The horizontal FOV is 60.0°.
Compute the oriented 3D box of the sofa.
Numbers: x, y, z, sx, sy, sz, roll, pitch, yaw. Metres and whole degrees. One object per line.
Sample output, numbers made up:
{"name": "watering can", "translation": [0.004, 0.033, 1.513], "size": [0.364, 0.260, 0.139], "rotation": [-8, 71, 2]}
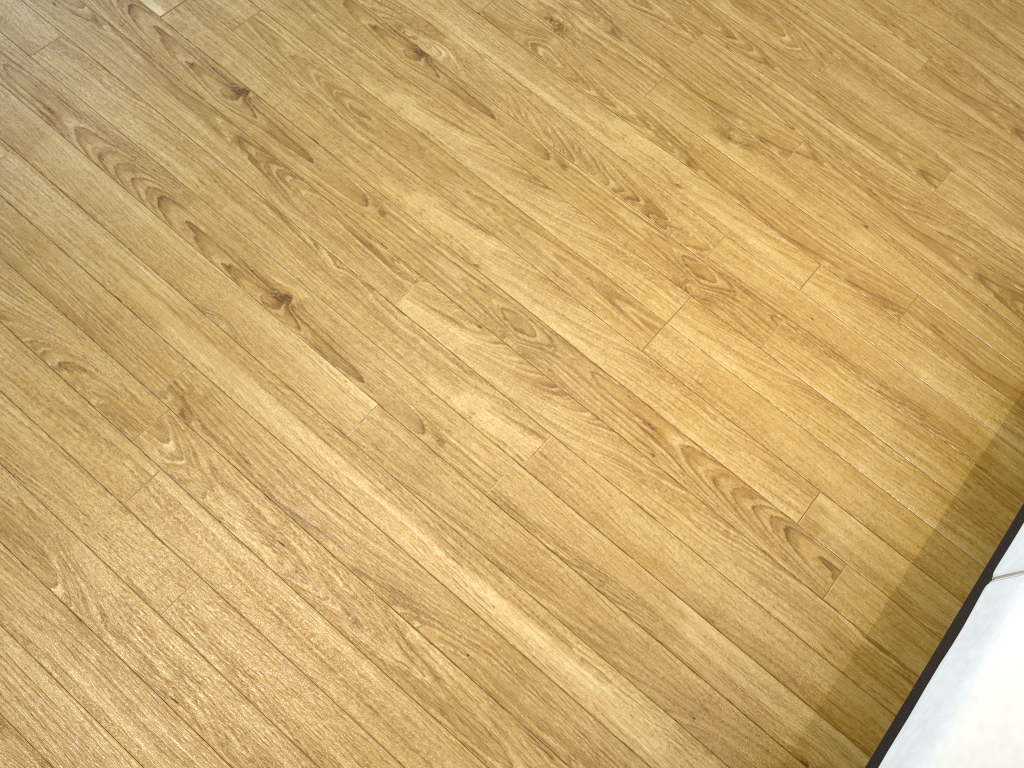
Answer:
{"name": "sofa", "translation": [0.641, -0.172, 1.326], "size": [9.691, 0.687, 5.295], "rotation": [39, 69, 9]}
